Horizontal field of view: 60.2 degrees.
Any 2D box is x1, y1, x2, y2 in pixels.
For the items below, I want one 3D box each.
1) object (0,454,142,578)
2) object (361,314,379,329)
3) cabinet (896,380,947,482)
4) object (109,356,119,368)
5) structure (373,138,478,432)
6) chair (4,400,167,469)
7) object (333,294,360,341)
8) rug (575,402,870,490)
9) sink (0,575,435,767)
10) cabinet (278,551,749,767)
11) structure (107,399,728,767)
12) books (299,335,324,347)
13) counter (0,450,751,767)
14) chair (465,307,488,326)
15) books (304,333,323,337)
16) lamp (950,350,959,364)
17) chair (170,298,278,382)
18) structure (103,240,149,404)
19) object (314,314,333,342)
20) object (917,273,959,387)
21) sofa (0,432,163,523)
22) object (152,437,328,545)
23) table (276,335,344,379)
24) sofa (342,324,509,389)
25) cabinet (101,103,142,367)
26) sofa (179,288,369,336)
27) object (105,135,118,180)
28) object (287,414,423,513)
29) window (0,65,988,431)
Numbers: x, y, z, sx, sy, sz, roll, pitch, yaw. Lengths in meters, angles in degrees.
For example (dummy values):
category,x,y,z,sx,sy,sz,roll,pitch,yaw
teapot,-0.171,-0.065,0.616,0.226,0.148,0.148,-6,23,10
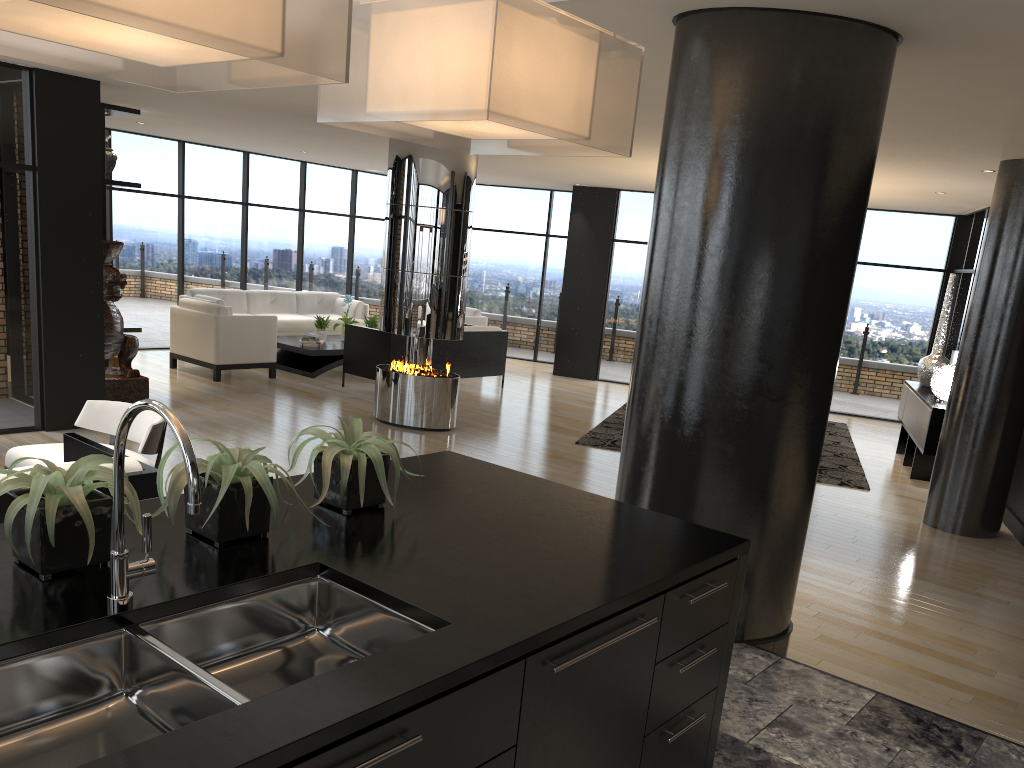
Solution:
category,x,y,z,sx,sy,sz,roll,pitch,yaw
object,-0.979,0.265,1.827,0.406,0.221,0.390,1,11,-26
object,-1.956,-0.783,12.248,0.283,0.377,0.211,9,13,17
cabinet,4.370,0.502,9.001,0.608,0.781,2.204,9,10,17
object,-4.226,-0.287,9.228,0.223,0.504,0.218,0,14,-24
structure,-0.848,-0.956,8.498,0.885,2.798,0.579,12,15,26
chair,-2.379,0.494,5.064,0.795,0.688,0.679,14,14,38
object,-2.197,-0.887,11.885,0.355,0.644,0.363,-2,15,-31
rug,2.459,0.549,9.999,2.706,0.011,3.667,8,9,16
sink,-0.569,0.573,1.567,0.455,0.163,0.916,13,12,38
cabinet,-0.822,0.969,1.785,1.165,1.058,3.093,14,13,38
structure,-0.552,0.562,1.496,0.648,1.038,2.757,15,13,38
books,-2.528,-0.545,11.149,0.308,0.129,0.219,4,10,-12
counter,-0.771,0.440,1.656,1.166,0.032,3.093,13,11,39
chair,-1.035,-0.759,13.383,0.989,0.873,0.848,14,14,38
books,-2.504,-0.618,11.130,0.183,0.027,0.153,11,10,29
lamp,4.383,-0.094,8.751,0.130,0.475,0.123,16,17,37
chair,-3.431,-0.553,10.533,0.989,0.873,0.848,14,14,38
structure,-3.761,-0.587,8.101,0.722,1.626,0.512,16,17,37
object,-2.505,-0.739,11.613,0.284,0.377,0.210,6,13,2
object,4.639,-0.572,9.509,0.341,1.233,0.339,12,15,24
sofa,-2.471,0.695,3.283,0.828,0.819,2.018,15,13,38
object,-0.683,0.234,2.140,0.397,0.244,0.399,1,11,-26
table,-2.295,-0.400,11.950,1.249,0.358,2.018,13,12,38
sofa,-1.041,-0.353,10.942,0.828,0.819,2.018,15,13,38
cabinet,-5.089,-1.489,9.233,2.629,2.797,1.176,15,16,39
sofa,-3.361,-0.895,12.782,0.844,0.872,2.676,15,13,38
object,-4.038,-2.299,8.733,0.244,0.555,0.240,4,13,-7
object,-0.402,0.216,2.436,0.406,0.244,0.390,1,11,-26
window,-1.849,-1.842,6.705,10.055,4.881,15.705,10,10,25
